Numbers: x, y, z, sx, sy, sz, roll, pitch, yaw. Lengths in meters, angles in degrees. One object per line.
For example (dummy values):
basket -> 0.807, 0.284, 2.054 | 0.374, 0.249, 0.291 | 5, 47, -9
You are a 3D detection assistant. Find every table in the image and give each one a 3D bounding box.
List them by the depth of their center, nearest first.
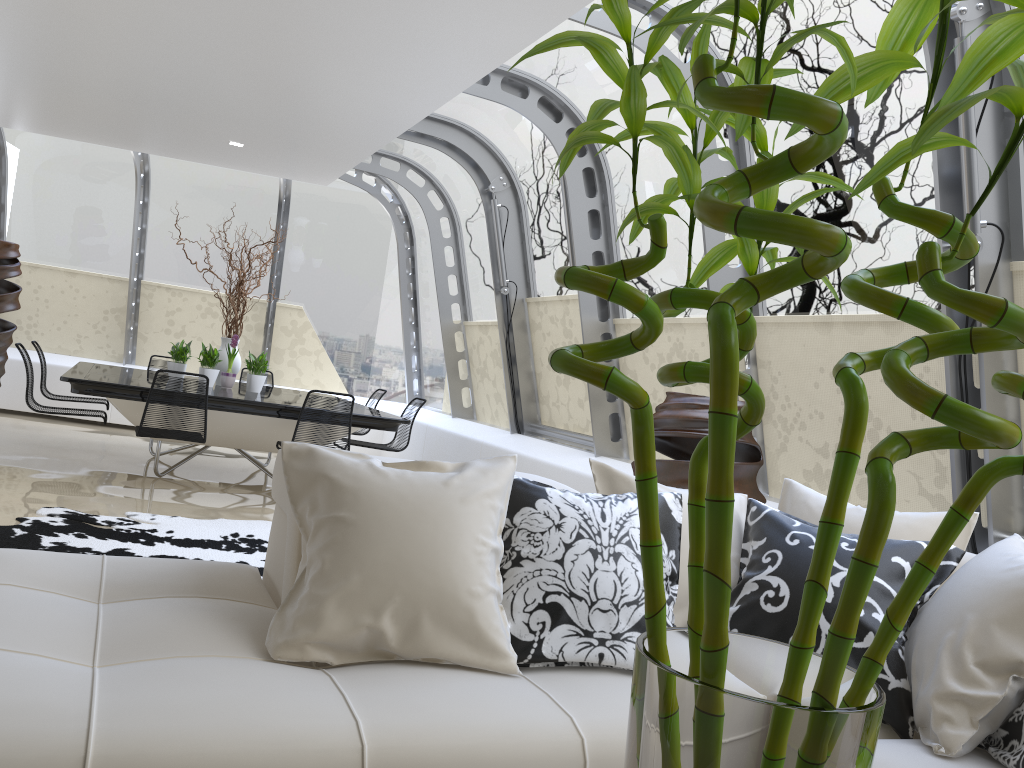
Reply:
table -> -2.557, 0.408, 7.804 | 2.494, 0.759, 3.031 | 9, 0, -24

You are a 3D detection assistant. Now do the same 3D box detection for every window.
window -> -5.614, -1.130, 3.327 | 16.693, 3.674, 16.171 | 9, 0, -18

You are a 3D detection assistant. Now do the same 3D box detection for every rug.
rug -> -1.512, 0.934, 4.585 | 3.220, 0.008, 2.705 | 9, 0, -24

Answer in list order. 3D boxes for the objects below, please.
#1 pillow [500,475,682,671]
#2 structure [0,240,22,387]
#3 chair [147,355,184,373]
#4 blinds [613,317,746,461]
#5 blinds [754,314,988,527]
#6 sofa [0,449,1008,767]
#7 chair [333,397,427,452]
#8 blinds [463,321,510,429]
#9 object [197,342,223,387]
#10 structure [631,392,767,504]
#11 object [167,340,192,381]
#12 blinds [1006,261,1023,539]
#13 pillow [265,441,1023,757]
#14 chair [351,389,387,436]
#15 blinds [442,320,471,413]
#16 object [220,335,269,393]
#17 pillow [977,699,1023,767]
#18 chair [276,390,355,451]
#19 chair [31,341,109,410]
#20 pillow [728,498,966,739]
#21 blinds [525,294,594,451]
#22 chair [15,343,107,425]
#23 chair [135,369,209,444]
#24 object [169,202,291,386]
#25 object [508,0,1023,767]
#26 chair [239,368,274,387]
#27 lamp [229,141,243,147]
pillow -> 0.182, 0.497, 2.302 | 0.604, 0.471, 0.394 | 9, 0, -8
structure -> -5.216, -0.520, 8.829 | 0.498, 1.843, 0.493 | 9, 0, -13
chair -> -3.527, -0.013, 9.031 | 0.446, 0.519, 0.688 | 9, 0, -24
blinds -> 1.090, 0.097, 5.820 | 0.329, 1.027, 1.430 | 9, 0, -24
blinds -> 1.708, 0.186, 4.413 | 0.329, 1.027, 1.430 | 9, 0, -24
sofa -> 0.642, 0.815, 1.233 | 3.257, 0.866, 4.169 | 9, 0, -24
chair -> -1.149, 0.338, 7.778 | 0.688, 0.519, 0.446 | 9, 0, -24
blinds -> -0.148, -0.079, 8.634 | 0.329, 1.027, 1.430 | 9, 0, -24
object -> -2.556, -0.162, 7.471 | 0.215, 0.369, 0.284 | 8, 0, 9
structure -> 0.840, 0.678, 4.228 | 0.674, 1.258, 0.672 | 8, 0, 43
object -> -2.917, -0.215, 7.782 | 0.215, 0.369, 0.284 | 8, 0, 14
blinds -> 2.311, 0.177, 3.005 | 0.387, 1.214, 1.376 | 9, 0, -24
pillow -> 1.099, 0.601, 1.794 | 3.322, 0.530, 1.656 | 8, 0, 36
chair -> -1.662, 0.265, 8.944 | 0.688, 0.519, 0.446 | 9, 0, -24
blinds -> -0.771, 0.368, 10.271 | 0.663, 2.118, 1.829 | 9, 0, -24
object -> -2.293, -0.173, 7.731 | 0.417, 0.476, 0.238 | 8, 0, 4
pillow -> 1.261, 0.637, 1.757 | 0.382, 0.467, 0.608 | 9, 0, -5
chair -> -1.433, 0.293, 6.547 | 0.446, 0.519, 0.688 | 9, 0, -24
chair -> -3.936, -0.077, 7.923 | 0.688, 0.519, 0.446 | 9, 0, -24
pillow -> 0.828, 0.605, 2.380 | 0.599, 0.483, 0.405 | 8, 0, 35
blinds -> 0.460, -0.088, 7.214 | 0.387, 1.214, 1.376 | 9, 0, -24
chair -> -3.423, -0.004, 6.757 | 0.688, 0.519, 0.446 | 9, 0, -24
chair -> -2.334, 0.157, 6.142 | 0.446, 0.519, 0.688 | 9, 0, -24
object -> -2.564, -0.761, 7.774 | 1.031, 1.549, 1.135 | 9, 0, -32
object -> 0.263, -0.016, 0.765 | 0.673, 1.546, 0.584 | 8, 0, 15
chair -> -2.690, 0.113, 9.407 | 0.446, 0.519, 0.688 | 9, 0, -24
lamp -> -4.833, -2.501, 1.474 | 9.775, 0.004, 9.928 | 9, 0, -23
